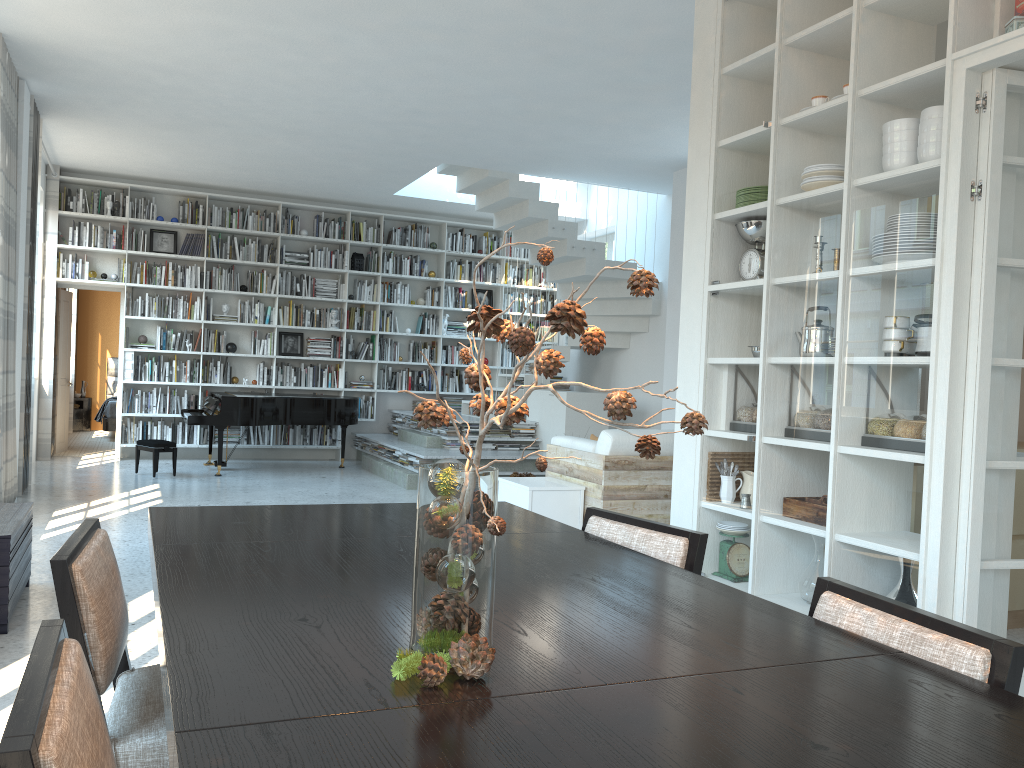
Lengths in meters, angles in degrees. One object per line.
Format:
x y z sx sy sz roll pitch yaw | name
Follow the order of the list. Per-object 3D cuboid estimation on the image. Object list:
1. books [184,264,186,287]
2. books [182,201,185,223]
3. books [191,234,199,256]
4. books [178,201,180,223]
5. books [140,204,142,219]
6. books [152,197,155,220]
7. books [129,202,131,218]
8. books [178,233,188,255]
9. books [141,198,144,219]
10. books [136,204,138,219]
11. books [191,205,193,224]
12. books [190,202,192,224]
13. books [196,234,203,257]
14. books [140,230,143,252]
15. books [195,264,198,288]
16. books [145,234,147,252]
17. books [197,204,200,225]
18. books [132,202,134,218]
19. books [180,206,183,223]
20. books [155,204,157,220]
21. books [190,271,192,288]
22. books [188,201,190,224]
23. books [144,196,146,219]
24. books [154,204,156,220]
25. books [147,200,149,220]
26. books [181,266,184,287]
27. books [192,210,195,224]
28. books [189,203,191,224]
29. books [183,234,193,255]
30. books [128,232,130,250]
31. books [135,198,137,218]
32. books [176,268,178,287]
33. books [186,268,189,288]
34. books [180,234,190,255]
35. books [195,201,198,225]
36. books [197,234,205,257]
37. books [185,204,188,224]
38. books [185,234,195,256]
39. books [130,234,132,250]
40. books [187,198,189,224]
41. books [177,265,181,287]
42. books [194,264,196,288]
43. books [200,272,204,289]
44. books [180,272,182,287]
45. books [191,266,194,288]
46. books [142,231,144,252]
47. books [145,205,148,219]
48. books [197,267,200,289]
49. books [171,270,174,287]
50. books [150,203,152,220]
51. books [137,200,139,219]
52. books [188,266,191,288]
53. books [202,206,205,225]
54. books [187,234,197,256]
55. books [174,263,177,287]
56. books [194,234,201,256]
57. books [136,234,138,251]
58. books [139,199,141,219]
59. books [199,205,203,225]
-3.848 -1.261 10.434 0.012 0.281 0.188 2 1 -23 | books
-3.856 -1.996 10.403 0.024 0.280 0.187 2 1 -23 | books
-3.752 -1.627 10.482 0.078 0.286 0.174 2 1 -23 | books
-3.905 -1.997 10.401 0.013 0.278 0.150 2 1 -23 | books
-4.284 -1.970 10.238 0.014 0.192 0.146 2 1 -23 | books
-4.165 -2.015 10.298 0.015 0.293 0.130 2 1 -23 | books
-4.383 -1.980 10.184 0.017 0.204 0.142 2 1 -23 | books
-3.869 -1.626 10.422 0.110 0.279 0.174 2 1 -23 | books
-4.263 -2.003 10.231 0.016 0.261 0.154 2 1 -23 | books
-4.325 -1.972 10.222 0.017 0.194 0.129 2 1 -23 | books
-3.781 -1.980 10.467 0.013 0.254 0.129 2 1 -23 | books
-3.780 -1.990 10.435 0.011 0.274 0.183 2 1 -23 | books
-3.710 -1.625 10.500 0.078 0.286 0.174 2 1 -23 | books
-4.270 -1.634 10.228 0.023 0.258 0.183 2 1 -23 | books
-3.739 -1.261 10.481 0.022 0.289 0.169 2 1 -23 | books
-4.234 -1.611 10.244 0.012 0.214 0.185 2 1 -23 | books
-3.713 -1.980 10.483 0.022 0.260 0.152 2 1 -23 | books
-4.356 -1.981 10.202 0.032 0.210 0.158 2 1 -23 | books
-3.883 -1.966 10.398 0.028 0.218 0.153 2 1 -23 | books
-4.139 -1.973 10.303 0.013 0.210 0.136 2 1 -23 | books
-3.793 -1.222 10.468 0.013 0.206 0.172 2 1 -23 | books
-3.804 -1.996 10.437 0.013 0.283 0.166 2 1 -23 | books
-4.236 -2.011 10.224 0.015 0.279 0.190 2 1 -23 | books
-4.147 -1.969 10.289 0.014 0.202 0.170 2 1 -23 | books
-4.209 -1.997 10.262 0.013 0.253 0.129 2 1 -23 | books
-3.877 -1.253 10.442 0.035 0.260 0.131 2 1 -23 | books
-3.755 -1.947 10.453 0.027 0.190 0.177 2 1 -23 | books
-3.789 -1.985 10.430 0.010 0.263 0.156 2 1 -23 | books
-3.824 -1.624 10.432 0.110 0.279 0.174 2 1 -23 | books
-4.410 -1.627 10.208 0.006 0.233 0.136 2 1 -23 | books
-4.332 -2.000 10.203 0.012 0.249 0.180 2 1 -23 | books
-3.932 -1.241 10.399 0.013 0.232 0.171 2 1 -23 | books
-3.828 -1.235 10.439 0.030 0.231 0.172 2 1 -23 | books
-3.852 -1.626 10.439 0.110 0.279 0.174 2 1 -23 | books
-3.724 -1.999 10.452 0.025 0.297 0.163 2 1 -23 | books
-3.684 -1.624 10.496 0.078 0.286 0.174 2 1 -23 | books
-3.832 -1.979 10.413 0.028 0.249 0.155 2 1 -23 | books
-3.810 -1.624 10.457 0.110 0.279 0.174 2 1 -23 | books
-4.386 -1.612 10.198 0.015 0.207 0.172 2 1 -23 | books
-3.821 -2.015 10.445 0.014 0.321 0.136 2 1 -23 | books
-3.918 -1.254 10.420 0.029 0.261 0.157 2 1 -23 | books
-3.749 -1.262 10.463 0.012 0.291 0.182 2 1 -23 | books
-3.669 -1.214 10.483 0.039 0.202 0.236 2 1 -23 | books
-3.896 -1.216 10.429 0.022 0.186 0.136 2 1 -23 | books
-3.778 -1.251 10.483 0.024 0.266 0.155 2 1 -23 | books
-4.259 -1.630 10.243 0.011 0.250 0.168 2 1 -23 | books
-4.227 -1.962 10.250 0.026 0.182 0.161 2 1 -23 | books
-3.712 -1.247 10.490 0.035 0.264 0.177 2 1 -23 | books
-3.969 -1.223 10.367 0.029 0.195 0.192 2 1 -23 | books
-4.177 -1.976 10.259 0.021 0.214 0.173 2 1 -23 | books
-4.304 -1.987 10.213 0.013 0.225 0.176 2 1 -23 | books
-3.803 -1.251 10.448 0.022 0.263 0.174 2 1 -23 | books
-3.656 -1.974 10.509 0.039 0.252 0.146 2 1 -23 | books
-3.775 -1.625 10.451 0.097 0.282 0.174 2 1 -23 | books
-3.953 -1.268 10.401 0.025 0.286 0.161 2 1 -23 | books
-3.733 -1.626 10.495 0.078 0.286 0.174 2 1 -23 | books
-4.333 -1.615 10.241 0.012 0.214 0.132 2 1 -23 | books
-4.292 -1.995 10.223 0.016 0.243 0.156 2 1 -23 | books
-3.684 -1.976 10.482 0.031 0.254 0.178 2 1 -23 | books
